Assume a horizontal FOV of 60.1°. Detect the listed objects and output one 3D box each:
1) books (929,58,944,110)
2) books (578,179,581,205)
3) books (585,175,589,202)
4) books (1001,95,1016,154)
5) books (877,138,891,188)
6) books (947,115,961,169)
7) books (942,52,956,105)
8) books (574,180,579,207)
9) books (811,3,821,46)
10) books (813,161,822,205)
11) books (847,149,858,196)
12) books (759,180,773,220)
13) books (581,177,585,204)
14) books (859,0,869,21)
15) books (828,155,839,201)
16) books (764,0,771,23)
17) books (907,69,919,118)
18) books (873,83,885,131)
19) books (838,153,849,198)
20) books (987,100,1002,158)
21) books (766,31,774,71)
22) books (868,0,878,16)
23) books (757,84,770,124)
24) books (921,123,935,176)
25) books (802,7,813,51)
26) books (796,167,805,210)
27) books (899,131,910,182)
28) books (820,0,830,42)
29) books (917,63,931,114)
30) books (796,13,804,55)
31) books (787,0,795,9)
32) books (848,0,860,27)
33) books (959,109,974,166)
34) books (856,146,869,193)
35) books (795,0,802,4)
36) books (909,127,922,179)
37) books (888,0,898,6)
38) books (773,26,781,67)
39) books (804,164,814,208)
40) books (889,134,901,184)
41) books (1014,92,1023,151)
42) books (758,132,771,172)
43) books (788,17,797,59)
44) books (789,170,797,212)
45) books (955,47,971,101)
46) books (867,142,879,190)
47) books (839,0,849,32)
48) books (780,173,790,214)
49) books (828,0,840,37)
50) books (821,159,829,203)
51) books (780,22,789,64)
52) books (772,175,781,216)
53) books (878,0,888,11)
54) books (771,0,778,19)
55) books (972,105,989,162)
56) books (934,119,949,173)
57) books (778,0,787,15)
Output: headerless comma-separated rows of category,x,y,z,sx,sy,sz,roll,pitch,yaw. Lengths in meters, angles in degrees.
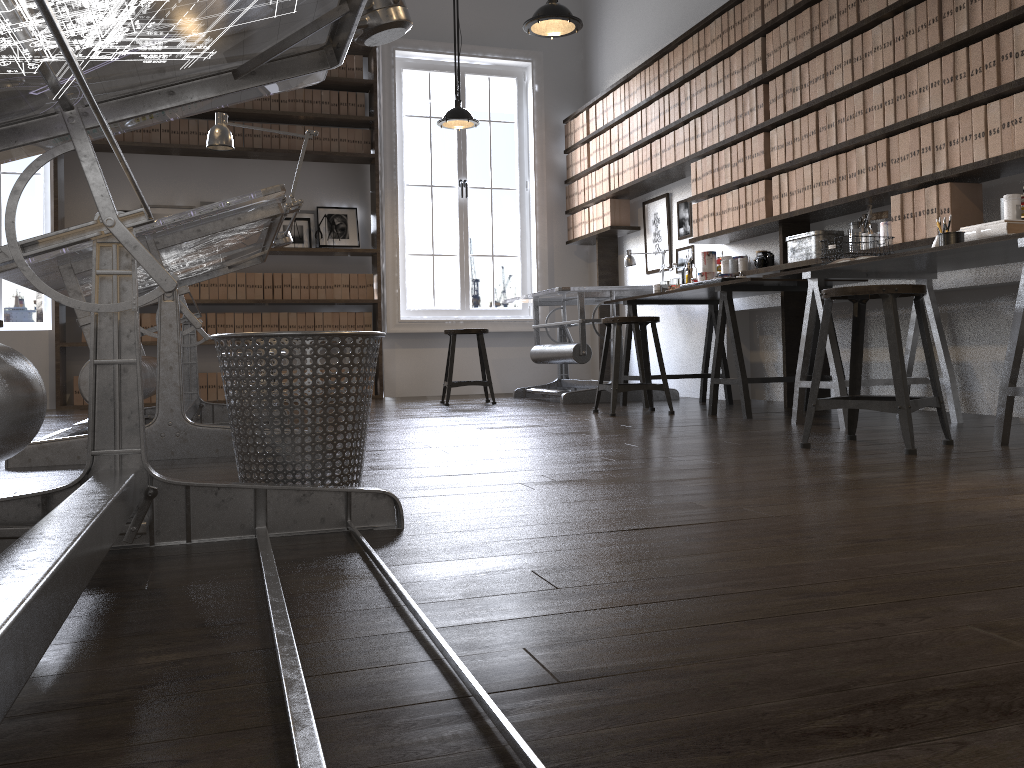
books,1.907,-1.287,3.842,0.174,0.226,0.066,-1,-1,-18
books,0.668,-1.659,7.686,0.174,0.226,0.066,-1,-1,-18
books,0.713,-1.656,7.544,0.174,0.226,0.066,-1,-1,-18
books,2.027,-1.016,3.499,0.174,0.226,0.066,-1,-1,-18
books,1.811,-1.031,4.157,0.174,0.226,0.067,-1,-1,-18
books,1.945,-1.022,3.762,0.174,0.226,0.066,-1,-1,-18
books,1.929,-1.285,3.774,0.174,0.226,0.067,-1,-1,-18
books,0.641,-1.661,7.752,0.174,0.226,0.066,-1,-1,-18
books,1.656,-1.857,4.614,0.174,0.226,0.066,-1,-1,-18
books,1.663,-1.041,4.619,0.174,0.226,0.066,-1,-1,-18
books,1.749,-1.035,4.365,0.174,0.226,0.066,-1,-1,-18
books,1.512,-1.052,5.082,0.174,0.226,0.067,-1,-1,-18
books,0.685,-1.657,7.613,0.174,0.226,0.067,-1,-1,-18
books,1.768,-1.849,4.270,0.174,0.226,0.066,-1,-1,-18
books,1.700,-1.038,4.495,0.174,0.226,0.067,-1,-1,-18
books,1.521,-2.143,5.012,0.174,0.226,0.066,-1,-1,-18
books,1.870,-1.290,3.980,0.174,0.226,0.066,-1,-1,-18
books,1.801,-1.295,4.181,0.174,0.226,0.066,-1,-1,-18
books,1.727,-1.037,4.432,0.174,0.226,0.066,-1,-1,-18
books,2.006,-1.017,3.558,0.174,0.226,0.066,-1,-1,-18
books,1.531,-1.866,5.004,0.174,0.226,0.066,-1,-1,-18
books,1.785,-1.848,4.207,0.174,0.226,0.066,-1,-1,-18
books,1.505,-1.600,5.095,0.174,0.226,0.066,-1,-1,-18
books,1.894,-1.024,3.895,0.174,0.226,0.066,-1,-1,-18
books,1.629,-1.858,4.676,0.174,0.226,0.067,-1,-1,-18
books,1.621,-1.044,4.755,0.174,0.226,0.066,-1,-1,-18
books,1.856,-1.028,4.025,0.174,0.226,0.066,-1,-1,-18
books,1.678,-1.855,4.546,0.174,0.226,0.066,-1,-1,-18
books,1.888,-1.289,3.912,0.174,0.226,0.066,-1,-1,-18
books,1.613,-1.860,4.741,0.174,0.226,0.066,-1,-1,-18
books,1.584,-2.139,4.814,0.174,0.226,0.066,-1,-1,-18
books,1.740,-1.851,4.339,0.174,0.226,0.067,-1,-1,-18
books,1.964,-1.020,3.695,0.174,0.226,0.066,-1,-1,-18
books,1.766,-1.034,4.296,0.174,0.226,0.066,-1,-1,-18
books,1.609,-2.137,4.749,0.174,0.226,0.066,-1,-1,-18
books,1.872,-1.026,3.964,0.174,0.226,0.067,-1,-1,-18
books,1.823,-1.845,4.076,0.174,0.226,0.066,-1,-1,-18
books,1.550,-1.864,4.937,0.174,0.226,0.066,-1,-1,-18
books,1.639,-1.043,4.687,0.174,0.226,0.067,-1,-1,-18
books,1.839,-1.029,4.088,0.174,0.226,0.066,-1,-1,-18
books,2.043,-1.014,3.434,0.174,0.226,0.067,-1,-1,-18
books,1.505,-1.322,5.084,0.174,0.226,0.067,-1,-1,-18
books,1.592,-1.861,4.801,0.174,0.226,0.066,-1,-1,-18
books,1.602,-1.046,4.822,0.174,0.226,0.066,-1,-1,-18
books,1.953,-1.284,3.715,0.174,0.226,0.066,-1,-1,-18
books,1.793,-1.032,4.230,0.174,0.226,0.066,-1,-1,-18
books,1.722,-1.852,4.412,0.174,0.226,0.066,-1,-1,-18
books,1.577,-1.047,4.887,0.174,0.226,0.066,-1,-1,-18
books,1.695,-1.854,4.478,0.174,0.226,0.066,-1,-1,-18
books,1.684,-1.040,4.560,0.174,0.226,0.066,-1,-1,-18
books,1.568,-1.863,4.869,0.174,0.226,0.067,-1,-1,-18
books,1.551,-1.049,4.955,0.174,0.226,0.066,-1,-1,-18
books,1.801,-1.846,4.145,0.174,0.226,0.067,-1,-1,-18
books,1.536,-2.142,4.950,0.174,0.226,0.067,-1,-1,-18
books,1.982,-1.018,3.627,0.174,0.226,0.067,-1,-1,-18
books,1.919,-1.023,3.827,0.174,0.226,0.066,-1,-1,-18
books,1.559,-2.140,4.882,0.174,0.226,0.066,-1,-1,-18
